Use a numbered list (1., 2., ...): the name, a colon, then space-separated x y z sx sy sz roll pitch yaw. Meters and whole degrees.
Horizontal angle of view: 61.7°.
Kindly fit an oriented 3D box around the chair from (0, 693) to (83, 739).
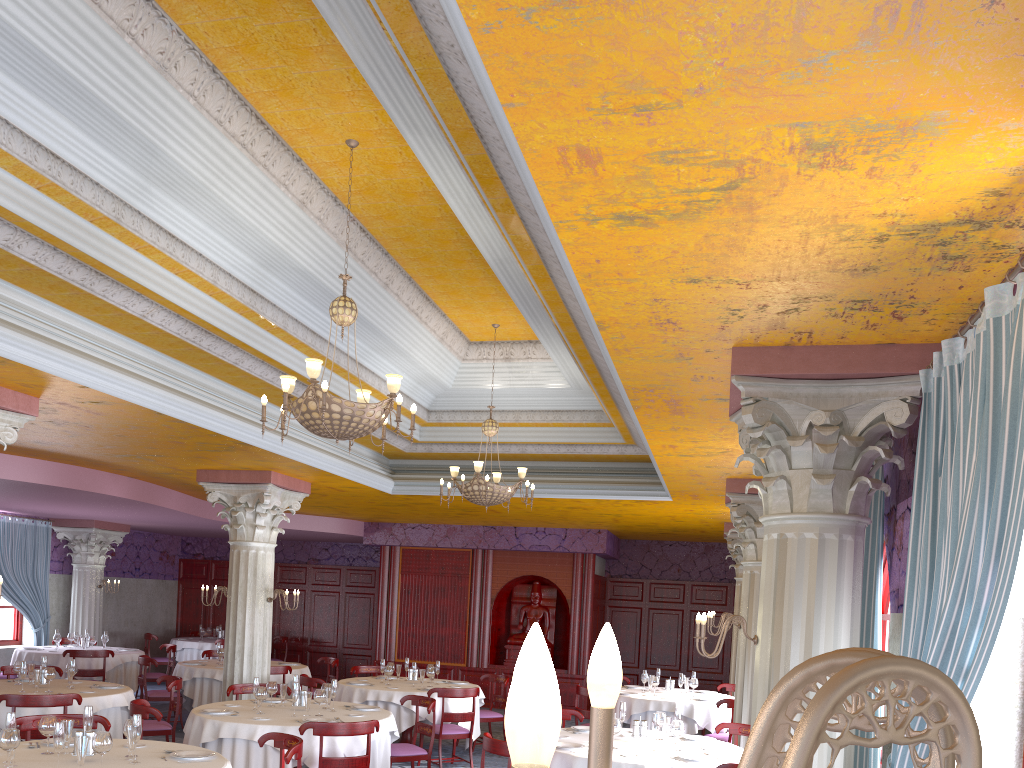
1. chair: -4.643 3.542 8.370 0.755 1.084 0.647 5 -4 -31

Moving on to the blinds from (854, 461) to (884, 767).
1. blinds: 2.482 2.180 6.333 0.244 3.500 1.725 3 -2 13

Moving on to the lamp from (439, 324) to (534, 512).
1. lamp: -0.243 0.367 9.832 0.967 2.164 0.958 4 -2 -31

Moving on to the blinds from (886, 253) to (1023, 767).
1. blinds: 1.820 1.461 3.613 0.244 3.500 1.726 3 -2 16

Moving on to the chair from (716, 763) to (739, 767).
1. chair: 1.745 3.455 6.706 0.755 1.084 0.647 5 -4 -31

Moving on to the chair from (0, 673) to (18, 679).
1. chair: -8.463 4.780 14.072 0.652 1.084 0.751 5 -4 -31

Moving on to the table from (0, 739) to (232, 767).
1. table: -2.959 3.018 5.736 2.075 0.943 2.153 0 -12 15

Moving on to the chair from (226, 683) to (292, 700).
1. chair: -2.866 3.982 9.752 0.755 1.084 0.647 5 -4 -31

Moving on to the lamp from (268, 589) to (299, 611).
1. lamp: -2.976 2.791 11.085 0.381 0.271 0.348 3 -8 1

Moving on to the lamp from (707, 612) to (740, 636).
1. lamp: 2.420 2.755 9.833 0.381 0.271 0.348 3 -8 1

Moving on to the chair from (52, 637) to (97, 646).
1. chair: -8.053 5.225 15.755 0.755 1.084 0.647 5 -4 -31

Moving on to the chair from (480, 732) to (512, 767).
1. chair: 0.065 3.470 7.115 0.652 1.084 0.751 5 -4 -31

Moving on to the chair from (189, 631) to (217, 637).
1. chair: -7.206 6.381 20.170 0.755 1.084 0.647 5 -4 -31

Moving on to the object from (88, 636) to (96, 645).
1. object: -7.082 4.386 14.447 0.122 0.263 0.124 2 -2 28

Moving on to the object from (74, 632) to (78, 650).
1. object: -7.294 4.309 14.327 0.074 0.334 0.074 3 0 5

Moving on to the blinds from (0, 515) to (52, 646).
1. blinds: -9.327 4.126 16.089 0.244 3.312 1.854 3 -3 13

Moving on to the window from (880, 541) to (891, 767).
1. window: 3.353 2.106 7.134 0.159 2.514 3.663 3 -9 14

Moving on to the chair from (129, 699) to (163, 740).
1. chair: -3.276 3.537 8.069 0.652 1.084 0.751 5 -4 -31

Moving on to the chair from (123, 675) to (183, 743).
1. chair: -4.233 3.987 10.054 0.652 1.084 0.751 5 -4 -31

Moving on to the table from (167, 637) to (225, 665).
1. table: -6.575 6.204 19.128 2.075 0.943 2.153 0 -12 15

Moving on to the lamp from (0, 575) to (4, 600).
1. lamp: -4.106 1.563 6.445 0.381 0.271 0.348 3 -8 1

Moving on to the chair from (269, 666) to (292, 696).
1. chair: -3.634 4.638 12.514 0.755 1.084 0.647 5 -4 -31

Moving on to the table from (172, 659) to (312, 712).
1. table: -4.274 4.922 13.565 2.075 0.943 2.153 0 -12 15

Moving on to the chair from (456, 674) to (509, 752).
1. chair: -0.401 4.820 12.568 0.652 1.084 0.751 5 -4 -31

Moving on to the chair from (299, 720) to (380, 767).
1. chair: -1.595 3.521 7.660 0.755 1.084 0.647 5 -4 -31

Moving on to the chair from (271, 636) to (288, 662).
1. chair: -5.525 6.366 19.761 0.652 1.084 0.751 5 -4 -31

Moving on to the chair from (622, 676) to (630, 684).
1. chair: 1.606 5.146 13.448 0.755 1.084 0.647 5 -4 -31

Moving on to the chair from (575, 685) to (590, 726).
1. chair: 1.196 4.701 11.764 0.652 1.084 0.751 5 -4 -31

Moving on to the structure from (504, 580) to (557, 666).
1. structure: 0.347 4.863 17.270 0.962 1.837 0.647 2 -1 14

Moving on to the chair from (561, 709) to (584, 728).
1. chair: 0.474 3.916 8.798 0.755 1.084 0.647 5 -4 -31

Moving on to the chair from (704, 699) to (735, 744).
1. chair: 2.877 4.685 11.356 0.755 1.084 0.647 5 -4 -31

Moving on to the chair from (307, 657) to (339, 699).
1. chair: -3.225 5.084 14.197 0.652 1.084 0.751 5 -4 -31

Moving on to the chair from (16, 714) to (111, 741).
1. chair: -3.590 3.196 6.778 0.755 1.084 0.647 5 -4 -31

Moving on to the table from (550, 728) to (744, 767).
1. table: 1.105 3.738 7.756 2.075 0.943 2.153 0 -12 15

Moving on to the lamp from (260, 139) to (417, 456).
1. lamp: -1.174 -0.645 6.006 0.967 2.164 0.958 4 -2 -31

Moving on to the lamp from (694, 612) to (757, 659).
1. lamp: 1.301 1.539 5.237 0.381 0.271 0.348 3 -8 1

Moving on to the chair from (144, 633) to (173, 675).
1. chair: -7.616 5.936 18.486 0.652 1.084 0.751 5 -4 -31

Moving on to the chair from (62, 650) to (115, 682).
1. chair: -6.782 4.764 13.663 0.755 1.084 0.647 5 -4 -31

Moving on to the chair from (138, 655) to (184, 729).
1. chair: -5.315 4.654 12.923 0.652 1.084 0.751 5 -4 -31

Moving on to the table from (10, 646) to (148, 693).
1. table: -7.422 5.048 14.714 2.075 0.943 2.153 0 -12 15

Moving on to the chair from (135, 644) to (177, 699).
1. chair: -6.372 5.210 15.347 0.652 1.084 0.751 5 -4 -31

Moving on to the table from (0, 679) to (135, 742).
1. table: -5.283 3.825 9.421 2.075 0.943 2.153 0 -12 15

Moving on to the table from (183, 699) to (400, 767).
1. table: -2.235 3.805 8.710 2.075 0.943 2.153 0 -12 15

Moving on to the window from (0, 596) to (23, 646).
1. window: -10.197 3.466 15.327 0.159 2.514 3.663 3 -9 14

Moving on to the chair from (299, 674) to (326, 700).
1. chair: -2.491 4.390 11.293 0.652 1.084 0.751 5 -4 -31

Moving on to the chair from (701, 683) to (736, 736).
1. chair: 3.287 5.130 13.039 0.652 1.084 0.751 5 -4 -31

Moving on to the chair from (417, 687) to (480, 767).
1. chair: -0.810 4.375 10.884 0.755 1.084 0.647 5 -4 -31

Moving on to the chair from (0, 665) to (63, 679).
1. chair: -5.914 4.003 10.462 0.755 1.084 0.647 5 -4 -31

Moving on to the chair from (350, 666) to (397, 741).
1. chair: -2.081 4.836 12.976 0.755 1.084 0.647 5 -4 -31

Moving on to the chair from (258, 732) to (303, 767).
1. chair: -1.910 3.180 6.369 0.652 1.084 0.751 5 -4 -31

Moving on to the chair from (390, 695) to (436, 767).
1. chair: -1.186 3.967 9.343 0.652 1.084 0.751 5 -4 -31

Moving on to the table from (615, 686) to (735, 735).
1. table: 2.237 4.968 12.406 2.075 0.943 2.153 0 -12 15

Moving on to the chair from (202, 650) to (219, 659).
1. chair: -4.905 5.099 14.606 0.755 1.084 0.647 5 -4 -31

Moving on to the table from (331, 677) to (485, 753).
1. table: -1.450 4.658 11.935 2.075 0.943 2.153 0 -12 15

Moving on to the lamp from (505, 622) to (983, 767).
1. lamp: 0.174 0.314 0.608 0.381 0.271 0.348 3 -8 1

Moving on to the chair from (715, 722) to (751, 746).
1. chair: 2.155 3.900 8.389 0.652 1.084 0.751 5 -4 -31

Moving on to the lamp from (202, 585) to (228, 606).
1. lamp: -3.889 2.814 11.367 0.381 0.271 0.348 3 -8 1

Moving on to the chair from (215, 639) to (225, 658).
1. chair: -5.935 5.920 18.078 0.755 1.084 0.647 5 -4 -31
